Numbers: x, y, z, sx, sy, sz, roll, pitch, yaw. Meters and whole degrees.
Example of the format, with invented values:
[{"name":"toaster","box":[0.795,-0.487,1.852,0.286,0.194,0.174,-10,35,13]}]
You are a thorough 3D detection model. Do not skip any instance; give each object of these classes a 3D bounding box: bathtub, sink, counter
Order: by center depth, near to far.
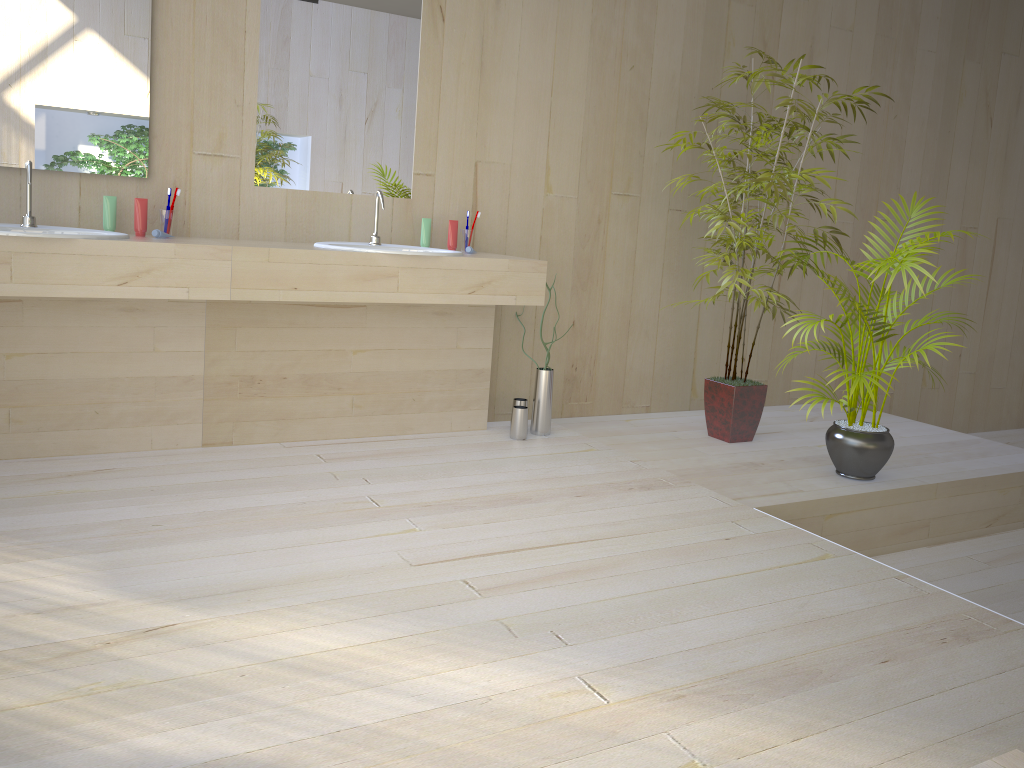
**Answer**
[{"name":"bathtub","box":[0.552,0.864,0.260,1.647,0.693,1.836,-2,11,-30]},{"name":"sink","box":[-1.510,-0.493,2.776,0.573,0.416,0.508,-1,10,-26]},{"name":"counter","box":[-1.593,-0.093,2.850,1.205,0.785,0.555,-1,10,-30]},{"name":"sink","box":[-0.465,-0.528,3.377,0.573,0.416,0.508,-1,10,-26]},{"name":"counter","box":[-0.547,-0.128,3.451,1.205,0.785,0.555,-1,10,-30]}]

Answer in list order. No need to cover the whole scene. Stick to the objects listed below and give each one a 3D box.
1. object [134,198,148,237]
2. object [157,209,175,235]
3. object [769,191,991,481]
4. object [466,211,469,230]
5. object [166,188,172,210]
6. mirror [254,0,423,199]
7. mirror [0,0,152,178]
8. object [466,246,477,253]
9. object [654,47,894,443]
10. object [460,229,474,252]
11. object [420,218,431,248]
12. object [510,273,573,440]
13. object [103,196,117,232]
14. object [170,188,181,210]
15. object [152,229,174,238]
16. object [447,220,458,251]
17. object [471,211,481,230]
[{"name":"object","box":[-1.292,-0.579,3.082,0.039,0.134,0.039,7,8,18]},{"name":"object","box":[-1.240,-0.573,3.169,0.058,0.099,0.059,1,9,-23]},{"name":"object","box":[1.432,-0.192,3.446,0.751,1.148,0.923,5,8,3]},{"name":"object","box":[-0.192,-0.652,3.781,0.012,0.174,0.054,4,7,-5]},{"name":"object","box":[-1.238,-0.617,3.180,0.012,0.174,0.054,4,7,-5]},{"name":"mirror","box":[-0.682,-1.195,3.516,0.653,0.862,0.023,-1,9,-30]},{"name":"mirror","box":[-1.567,-1.160,2.976,0.653,0.862,0.023,-1,9,-30]},{"name":"object","box":[-0.170,-0.559,3.685,0.032,0.029,0.105,6,10,10]},{"name":"object","box":[1.048,-0.617,4.033,0.935,1.743,0.793,3,8,-5]},{"name":"object","box":[-0.194,-0.608,3.770,0.058,0.099,0.059,1,8,-20]},{"name":"object","box":[-0.360,-0.624,3.694,0.039,0.134,0.039,6,7,11]},{"name":"object","box":[0.035,-0.156,3.920,0.274,0.743,0.409,-3,10,-42]},{"name":"object","box":[-1.405,-0.589,3.093,0.039,0.134,0.039,7,8,18]},{"name":"object","box":[-1.208,-0.612,3.159,0.050,0.177,0.012,5,7,9]},{"name":"object","box":[-1.216,-0.524,3.084,0.032,0.029,0.105,6,10,10]},{"name":"object","box":[-0.246,-0.614,3.683,0.039,0.134,0.039,6,7,11]},{"name":"object","box":[-0.162,-0.647,3.760,0.050,0.177,0.012,5,7,9]}]
